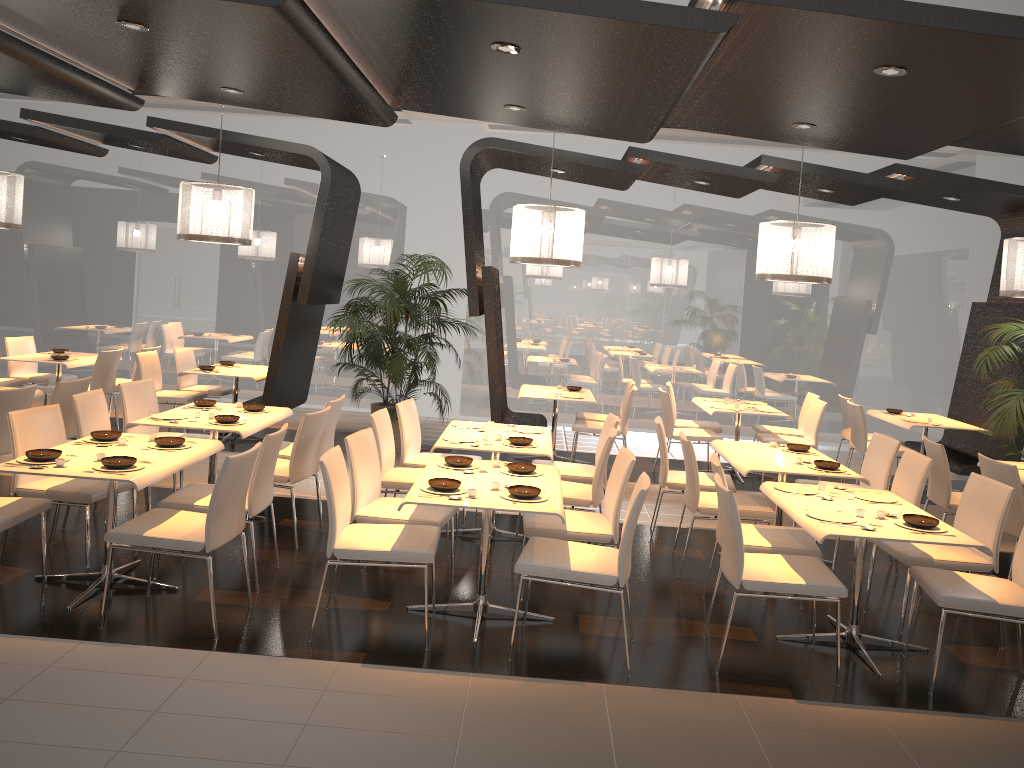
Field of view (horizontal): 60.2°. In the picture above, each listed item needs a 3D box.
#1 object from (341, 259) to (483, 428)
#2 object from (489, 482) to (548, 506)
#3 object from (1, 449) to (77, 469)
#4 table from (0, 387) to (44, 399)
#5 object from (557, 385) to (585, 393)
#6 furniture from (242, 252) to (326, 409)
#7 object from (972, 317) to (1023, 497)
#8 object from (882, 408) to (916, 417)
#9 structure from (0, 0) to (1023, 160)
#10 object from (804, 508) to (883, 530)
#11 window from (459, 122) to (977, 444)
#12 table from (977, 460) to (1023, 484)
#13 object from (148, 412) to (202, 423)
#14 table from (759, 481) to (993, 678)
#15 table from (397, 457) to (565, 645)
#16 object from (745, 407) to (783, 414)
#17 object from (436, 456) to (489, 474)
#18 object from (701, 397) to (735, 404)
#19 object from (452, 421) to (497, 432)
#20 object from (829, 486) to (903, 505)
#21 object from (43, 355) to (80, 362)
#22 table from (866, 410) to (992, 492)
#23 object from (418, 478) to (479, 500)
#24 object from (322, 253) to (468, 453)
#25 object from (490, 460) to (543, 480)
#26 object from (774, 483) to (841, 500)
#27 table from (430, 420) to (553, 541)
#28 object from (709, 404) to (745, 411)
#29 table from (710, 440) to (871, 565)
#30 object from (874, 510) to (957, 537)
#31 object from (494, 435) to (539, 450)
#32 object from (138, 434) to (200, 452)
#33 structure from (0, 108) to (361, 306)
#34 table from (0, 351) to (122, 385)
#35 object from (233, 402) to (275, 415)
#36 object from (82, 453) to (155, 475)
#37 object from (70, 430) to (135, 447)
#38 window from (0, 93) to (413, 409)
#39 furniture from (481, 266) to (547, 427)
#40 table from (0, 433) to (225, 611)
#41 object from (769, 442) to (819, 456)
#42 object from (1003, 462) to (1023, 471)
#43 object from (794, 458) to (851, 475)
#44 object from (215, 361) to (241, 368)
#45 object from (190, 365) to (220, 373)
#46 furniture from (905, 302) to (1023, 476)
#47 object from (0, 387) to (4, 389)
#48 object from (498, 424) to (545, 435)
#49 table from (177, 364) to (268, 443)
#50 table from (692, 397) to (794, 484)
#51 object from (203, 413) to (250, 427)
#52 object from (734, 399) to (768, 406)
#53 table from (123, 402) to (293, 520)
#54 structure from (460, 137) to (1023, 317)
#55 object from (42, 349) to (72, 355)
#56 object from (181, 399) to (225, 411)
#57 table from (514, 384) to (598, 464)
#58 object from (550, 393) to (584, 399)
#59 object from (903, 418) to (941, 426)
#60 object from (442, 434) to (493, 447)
[{"bbox_3d":[-1.321,-0.446,10.205,1.503,2.055,1.569,2,4,-37],"label":"object"},{"bbox_3d":[0.032,0.539,4.433,0.303,0.044,0.366,4,6,1],"label":"object"},{"bbox_3d":[-2.353,0.371,4.469,0.303,0.044,0.366,4,6,1],"label":"object"},{"bbox_3d":[-4.096,0.438,6.364,0.800,0.724,1.152,4,5,2],"label":"table"},{"bbox_3d":[0.636,0.048,9.495,0.303,0.044,0.366,4,6,1],"label":"object"},{"bbox_3d":[-2.451,-0.530,9.265,0.757,1.671,1.407,4,3,2],"label":"furniture"},{"bbox_3d":[4.745,0.243,7.621,1.507,2.055,1.564,5,3,15],"label":"object"},{"bbox_3d":[4.096,0.299,9.373,0.303,0.044,0.366,4,6,1],"label":"object"},{"bbox_3d":[0.004,-1.164,5.415,10.661,1.732,2.914,4,5,2],"label":"structure"},{"bbox_3d":[1.650,0.659,4.383,0.334,0.038,0.379,3,6,-4],"label":"object"},{"bbox_3d":[2.617,-1.276,11.346,6.579,3.972,0.070,4,2,2],"label":"window"},{"bbox_3d":[3.859,1.014,6.083,0.800,0.724,1.152,4,5,2],"label":"table"},{"bbox_3d":[-2.287,0.218,5.998,0.334,0.038,0.379,3,6,-4],"label":"object"},{"bbox_3d":[1.823,1.023,4.667,0.800,0.724,1.152,4,5,2],"label":"table"},{"bbox_3d":[-0.145,0.881,4.731,0.800,0.724,1.152,4,5,2],"label":"table"},{"bbox_3d":[2.512,0.247,8.861,0.334,0.038,0.379,3,6,-9],"label":"object"},{"bbox_3d":[-0.277,0.454,5.042,0.303,0.044,0.366,4,6,1],"label":"object"},{"bbox_3d":[2.197,0.168,9.408,0.334,0.038,0.379,3,6,-4],"label":"object"},{"bbox_3d":[-0.276,0.303,6.509,0.334,0.038,0.379,3,6,-4],"label":"object"},{"bbox_3d":[1.983,0.616,5.004,0.334,0.038,0.379,3,6,-9],"label":"object"},{"bbox_3d":[-4.640,-0.267,9.052,0.303,0.044,0.366,4,6,1],"label":"object"},{"bbox_3d":[4.221,0.724,9.076,0.800,0.724,1.152,4,5,2],"label":"table"},{"bbox_3d":[-0.311,0.517,4.423,0.303,0.044,0.366,4,6,1],"label":"object"},{"bbox_3d":[-1.138,-0.319,9.116,1.560,2.055,1.511,4,3,-5],"label":"object"},{"bbox_3d":[0.025,0.476,5.027,0.303,0.044,0.366,4,6,1],"label":"object"},{"bbox_3d":[1.671,0.596,4.996,0.334,0.038,0.379,3,6,-4],"label":"object"},{"bbox_3d":[-0.131,0.725,6.224,0.800,0.724,1.152,4,5,2],"label":"table"},{"bbox_3d":[2.146,0.228,8.801,0.334,0.038,0.379,3,6,-4],"label":"object"},{"bbox_3d":[1.992,0.878,6.159,1.053,0.724,1.152,4,5,2],"label":"table"},{"bbox_3d":[1.986,0.678,4.387,0.303,0.044,0.366,4,6,1],"label":"object"},{"bbox_3d":[0.028,0.382,5.929,0.303,0.044,0.366,4,6,1],"label":"object"},{"bbox_3d":[-1.988,0.332,5.088,0.303,0.044,0.366,4,6,1],"label":"object"},{"bbox_3d":[-4.699,-1.892,9.309,5.933,1.724,1.407,4,3,2],"label":"structure"},{"bbox_3d":[-4.815,0.072,9.377,0.800,0.724,1.152,4,5,2],"label":"table"},{"bbox_3d":[-1.948,0.175,6.599,0.303,0.044,0.366,4,6,1],"label":"object"},{"bbox_3d":[-2.007,0.395,4.475,0.303,0.044,0.366,4,6,1],"label":"object"},{"bbox_3d":[-2.319,0.309,5.089,0.303,0.044,0.366,4,6,1],"label":"object"},{"bbox_3d":[-4.561,-1.794,11.580,6.579,3.972,0.070,4,2,2],"label":"window"},{"bbox_3d":[0.050,-0.349,9.183,0.757,1.671,1.407,4,3,2],"label":"furniture"},{"bbox_3d":[-2.179,0.734,4.802,0.800,0.724,1.152,4,5,2],"label":"table"},{"bbox_3d":[2.056,0.464,6.467,0.303,0.044,0.366,4,6,1],"label":"object"},{"bbox_3d":[3.704,0.591,6.369,0.334,0.038,0.379,3,6,-4],"label":"object"},{"bbox_3d":[2.034,0.531,5.819,0.303,0.044,0.366,4,6,1],"label":"object"},{"bbox_3d":[-3.067,-0.216,9.593,0.303,0.044,0.366,3,6,-4],"label":"object"},{"bbox_3d":[-3.083,-0.154,8.987,0.303,0.044,0.366,4,6,1],"label":"object"},{"bbox_3d":[4.690,-0.015,9.032,0.757,1.671,1.407,4,3,2],"label":"furniture"},{"bbox_3d":[-3.905,0.040,6.643,0.334,0.038,0.379,3,6,-4],"label":"object"},{"bbox_3d":[0.067,0.322,6.550,0.334,0.038,0.379,3,6,-9],"label":"object"},{"bbox_3d":[-2.919,0.209,9.308,0.800,0.724,1.152,4,5,2],"label":"table"},{"bbox_3d":[2.325,0.586,9.145,0.800,0.724,1.152,4,5,2],"label":"table"},{"bbox_3d":[-1.957,0.237,6.007,0.303,0.044,0.366,4,6,1],"label":"object"},{"bbox_3d":[2.547,0.185,9.476,0.334,0.038,0.379,3,6,-9],"label":"object"},{"bbox_3d":[-2.135,0.578,6.307,0.800,0.724,1.152,4,5,2],"label":"table"},{"bbox_3d":[2.442,-1.377,9.077,5.933,1.724,1.407,4,3,2],"label":"structure"},{"bbox_3d":[-4.924,-0.351,9.664,0.303,0.044,0.366,5,6,6],"label":"object"},{"bbox_3d":[-2.274,0.152,6.604,0.303,0.044,0.366,4,6,1],"label":"object"},{"bbox_3d":[0.441,0.449,9.217,0.800,0.724,1.152,4,5,2],"label":"table"},{"bbox_3d":[0.556,0.106,8.924,0.334,0.038,0.379,3,6,-9],"label":"object"},{"bbox_3d":[4.069,0.365,8.756,0.334,0.038,0.379,3,6,-4],"label":"object"},{"bbox_3d":[-0.297,0.366,5.896,0.334,0.038,0.379,3,6,-4],"label":"object"}]
